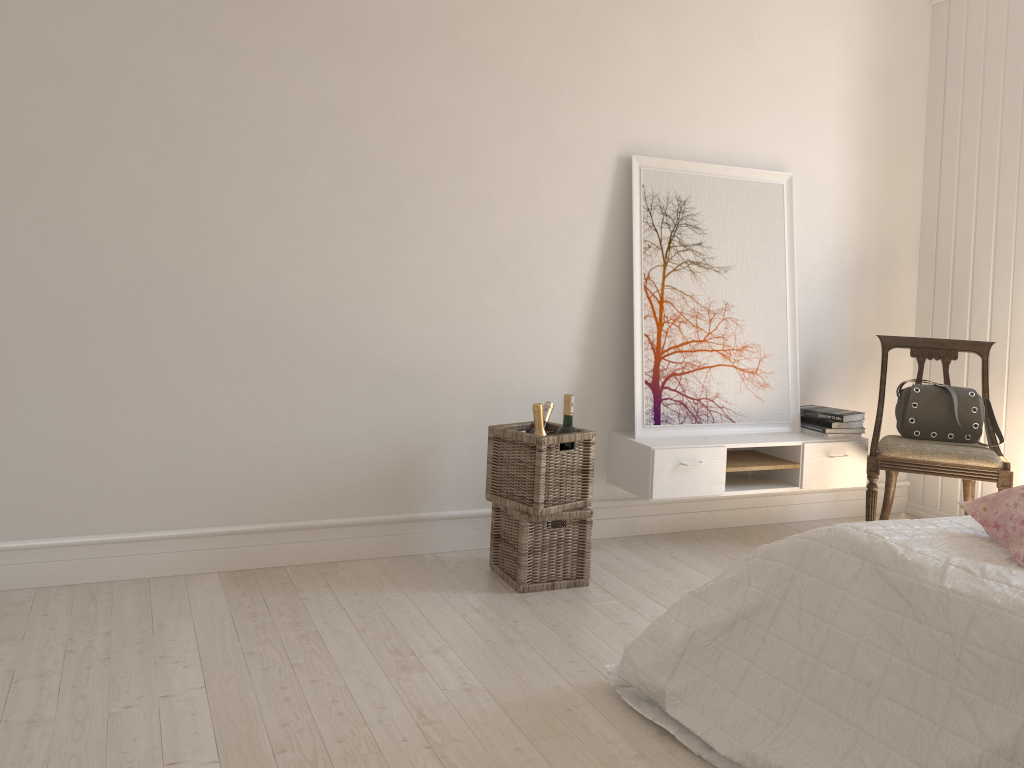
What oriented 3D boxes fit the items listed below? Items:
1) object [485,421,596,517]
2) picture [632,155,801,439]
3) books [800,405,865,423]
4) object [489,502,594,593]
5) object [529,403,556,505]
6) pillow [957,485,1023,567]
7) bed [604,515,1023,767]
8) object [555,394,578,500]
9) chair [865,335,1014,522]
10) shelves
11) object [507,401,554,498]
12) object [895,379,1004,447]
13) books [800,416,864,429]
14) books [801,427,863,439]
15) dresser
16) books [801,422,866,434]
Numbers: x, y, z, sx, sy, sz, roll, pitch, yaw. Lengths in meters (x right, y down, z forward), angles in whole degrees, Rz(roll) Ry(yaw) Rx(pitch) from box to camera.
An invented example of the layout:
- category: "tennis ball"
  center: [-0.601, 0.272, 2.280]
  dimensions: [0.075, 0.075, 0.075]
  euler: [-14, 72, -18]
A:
- category: "object"
  center: [0.102, 0.294, 3.167]
  dimensions: [0.276, 0.270, 0.277]
  euler: [-1, 5, -43]
- category: "picture"
  center: [0.882, -0.369, 3.800]
  dimensions: [0.853, 1.160, 0.164]
  euler: [1, 2, -24]
- category: "books"
  center: [1.404, 0.131, 3.933]
  dimensions: [0.191, 0.032, 0.260]
  euler: [-3, 9, -40]
- category: "object"
  center: [0.101, 0.561, 3.174]
  dimensions: [0.275, 0.270, 0.277]
  euler: [1, 4, -24]
- category: "object"
  center: [0.112, 0.245, 3.083]
  dimensions: [0.127, 0.360, 0.094]
  euler: [1, 2, -43]
- category: "pillow"
  center: [1.269, 0.311, 1.981]
  dimensions: [0.394, 0.202, 0.355]
  euler: [3, 5, 9]
- category: "bed"
  center: [1.586, 0.619, 1.706]
  dimensions: [1.951, 0.629, 2.226]
  euler: [0, 7, -24]
- category: "object"
  center: [0.196, 0.226, 3.162]
  dimensions: [0.095, 0.377, 0.095]
  euler: [2, 1, -7]
- category: "chair"
  center: [1.768, 0.264, 3.700]
  dimensions: [0.521, 0.889, 0.539]
  euler: [4, 3, 21]
- category: "shelves"
  center: [0.984, 0.327, 3.759]
  dimensions: [1.113, 0.209, 0.370]
  euler: [0, 6, -24]
- category: "object"
  center: [0.079, 0.241, 3.221]
  dimensions: [0.095, 0.331, 0.285]
  euler: [3, 3, 26]
- category: "object"
  center: [1.799, 0.114, 3.639]
  dimensions: [0.401, 0.247, 0.213]
  euler: [5, 4, 21]
- category: "books"
  center: [1.402, 0.163, 3.923]
  dimensions: [0.190, 0.028, 0.241]
  euler: [-1, 7, -26]
- category: "books"
  center: [1.395, 0.211, 3.922]
  dimensions: [0.191, 0.022, 0.243]
  euler: [0, 7, -22]
- category: "dresser"
  center: [2.505, -0.590, 4.042]
  dimensions: [0.700, 2.578, 1.029]
  euler: [2, 2, -24]
- category: "books"
  center: [1.400, 0.187, 3.932]
  dimensions: [0.211, 0.022, 0.260]
  euler: [0, 7, -19]
